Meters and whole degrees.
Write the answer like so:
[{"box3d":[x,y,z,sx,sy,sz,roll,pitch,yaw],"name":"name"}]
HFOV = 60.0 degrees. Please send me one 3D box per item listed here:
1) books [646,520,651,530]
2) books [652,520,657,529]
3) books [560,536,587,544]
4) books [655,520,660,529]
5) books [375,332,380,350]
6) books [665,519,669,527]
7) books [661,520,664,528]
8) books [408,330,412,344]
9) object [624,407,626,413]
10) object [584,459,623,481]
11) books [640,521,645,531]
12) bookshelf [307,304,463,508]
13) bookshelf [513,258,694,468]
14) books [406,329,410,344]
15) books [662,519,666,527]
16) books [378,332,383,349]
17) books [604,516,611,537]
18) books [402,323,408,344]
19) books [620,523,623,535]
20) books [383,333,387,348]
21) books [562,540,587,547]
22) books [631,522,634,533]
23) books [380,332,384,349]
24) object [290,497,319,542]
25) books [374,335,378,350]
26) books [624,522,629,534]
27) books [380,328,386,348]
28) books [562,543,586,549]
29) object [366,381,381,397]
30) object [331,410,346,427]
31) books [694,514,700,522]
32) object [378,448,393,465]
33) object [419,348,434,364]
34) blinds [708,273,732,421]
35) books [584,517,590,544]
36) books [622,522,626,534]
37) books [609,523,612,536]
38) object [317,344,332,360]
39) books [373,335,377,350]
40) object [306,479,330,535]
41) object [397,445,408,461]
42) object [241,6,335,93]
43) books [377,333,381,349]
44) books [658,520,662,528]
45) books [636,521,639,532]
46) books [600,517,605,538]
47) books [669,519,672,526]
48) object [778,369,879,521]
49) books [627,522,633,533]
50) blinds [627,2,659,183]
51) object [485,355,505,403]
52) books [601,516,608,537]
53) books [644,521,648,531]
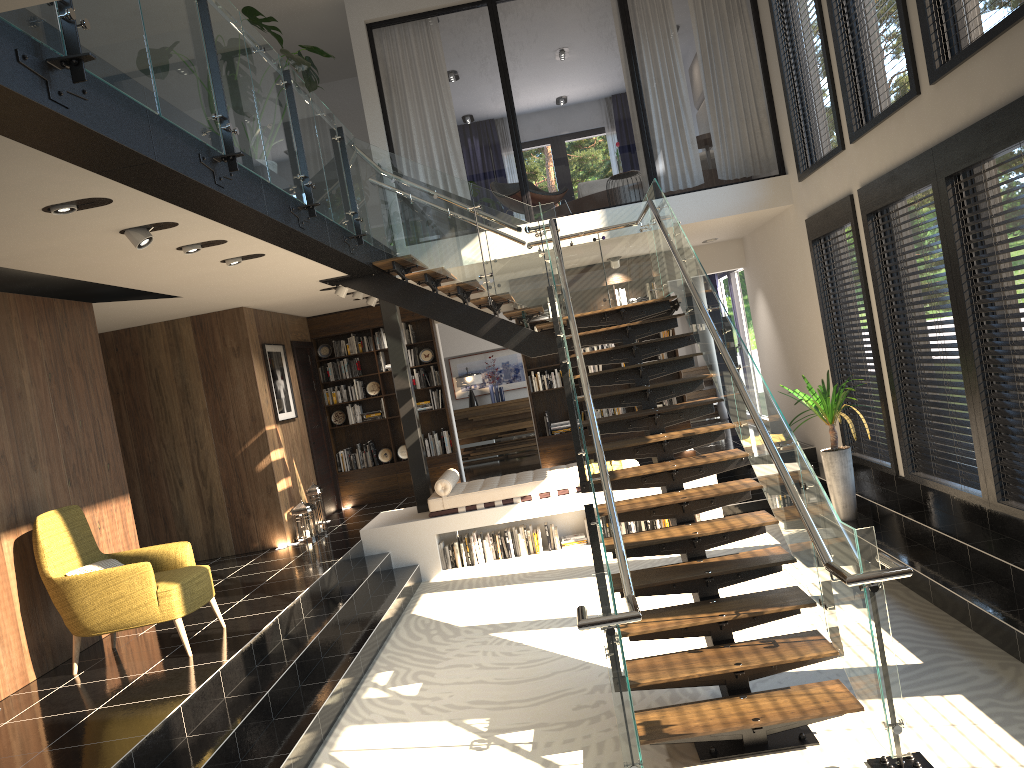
[{"box3d":[1.441,1.472,9.398,0.032,0.229,0.228,-10,1,3],"name":"books"},{"box3d":[1.502,1.432,9.428,0.026,0.284,0.177,-10,2,3],"name":"books"},{"box3d":[0.657,1.666,9.484,0.274,0.025,0.156,-10,1,0],"name":"books"},{"box3d":[1.522,1.404,9.392,0.028,0.334,0.205,-10,2,3],"name":"books"},{"box3d":[-1.836,-0.595,12.303,0.033,0.237,0.231,-10,1,3],"name":"books"},{"box3d":[1.623,1.429,9.375,0.025,0.249,0.208,-10,1,3],"name":"books"},{"box3d":[1.573,1.411,9.402,0.021,0.302,0.167,-10,2,3],"name":"books"},{"box3d":[-1.396,-0.647,12.288,0.027,0.186,0.220,-10,1,3],"name":"books"},{"box3d":[1.559,0.391,12.175,0.020,0.262,0.047,-10,2,3],"name":"object"},{"box3d":[1.012,1.100,9.818,0.466,0.510,1.166,-10,1,3],"name":"object"},{"box3d":[1.376,1.441,9.418,0.027,0.312,0.189,-10,2,3],"name":"books"},{"box3d":[-1.751,0.259,12.333,1.704,2.684,0.273,-10,2,3],"name":"bookshelf"},{"box3d":[1.223,-0.270,12.155,2.090,2.684,0.273,-10,2,3],"name":"bookshelf"},{"box3d":[-1.429,-0.658,12.316,0.037,0.218,0.144,-10,2,3],"name":"books"},{"box3d":[1.596,1.415,9.399,0.025,0.285,0.164,-10,2,3],"name":"books"},{"box3d":[-1.801,-0.602,12.276,0.013,0.239,0.255,-10,1,3],"name":"books"},{"box3d":[1.015,1.509,9.442,0.035,0.305,0.151,-10,2,3],"name":"books"},{"box3d":[-1.466,-0.693,12.255,0.017,0.302,0.266,-10,1,3],"name":"books"},{"box3d":[1.158,1.523,9.455,0.026,0.226,0.132,-10,2,3],"name":"books"},{"box3d":[-1.736,-0.602,12.299,0.019,0.216,0.214,-10,1,3],"name":"books"},{"box3d":[0.661,1.690,9.480,0.261,0.024,0.167,-10,1,0],"name":"books"},{"box3d":[1.270,1.488,9.410,0.019,0.256,0.186,-10,2,3],"name":"books"},{"box3d":[-1.777,-0.608,12.295,0.035,0.241,0.208,-10,1,3],"name":"books"},{"box3d":[-2.358,1.526,10.070,0.262,0.484,0.262,-10,2,3],"name":"object"},{"box3d":[-1.860,-0.574,12.293,0.021,0.204,0.224,-10,1,3],"name":"books"},{"box3d":[1.205,1.468,9.429,0.033,0.318,0.152,-10,2,3],"name":"books"},{"box3d":[-1.759,-0.628,12.248,0.011,0.276,0.287,-10,1,3],"name":"books"},{"box3d":[0.665,1.714,9.481,0.257,0.024,0.167,-10,1,3],"name":"books"},{"box3d":[-1.925,0.069,12.325,0.212,0.222,0.082,-10,2,3],"name":"object"},{"box3d":[-2.417,0.478,12.368,0.212,0.222,0.082,-10,2,3],"name":"object"},{"box3d":[1.940,1.365,9.354,0.037,0.264,0.272,-10,1,3],"name":"books"},{"box3d":[-1.759,1.001,12.334,0.212,0.222,0.082,-10,2,3],"name":"object"},{"box3d":[-1.180,-0.384,12.249,0.212,0.222,0.082,-10,2,3],"name":"object"},{"box3d":[3.455,-0.692,14.726,0.161,2.771,1.079,-10,2,2],"name":"blinds"},{"box3d":[0.805,1.567,9.476,0.026,0.263,0.156,-10,2,3],"name":"books"},{"box3d":[1.183,1.516,9.436,0.028,0.231,0.158,-10,2,3],"name":"books"},{"box3d":[1.049,1.519,9.475,0.026,0.270,0.128,-10,2,3],"name":"books"},{"box3d":[-2.599,-0.450,12.314,0.212,0.222,0.082,-10,2,3],"name":"object"},{"box3d":[-1.880,-0.576,12.340,0.023,0.213,0.194,-10,1,3],"name":"books"},{"box3d":[-2.262,1.423,10.291,0.182,0.643,0.182,-10,2,3],"name":"object"},{"box3d":[-1.489,0.953,12.313,0.212,0.222,0.082,-10,2,3],"name":"object"},{"box3d":[-2.031,-2.074,6.868,1.464,1.555,1.260,-10,2,-8],"name":"object"},{"box3d":[-1.813,-0.596,12.281,0.014,0.231,0.280,-10,1,3],"name":"books"},{"box3d":[1.552,1.424,9.401,0.023,0.283,0.175,-10,2,3],"name":"books"},{"box3d":[1.332,1.458,9.435,0.066,0.294,0.142,-10,2,3],"name":"books"},{"box3d":[0.957,1.538,9.435,0.029,0.268,0.173,-10,2,3],"name":"books"},{"box3d":[1.674,1.436,9.406,0.022,0.216,0.137,-10,2,3],"name":"books"},{"box3d":[2.879,0.561,7.965,0.876,1.338,0.830,-10,2,-8],"name":"object"},{"box3d":[1.243,1.495,9.411,0.036,0.253,0.177,-10,2,3],"name":"books"},{"box3d":[1.545,-3.449,9.692,0.670,2.700,0.134,-10,2,4],"name":"blinds"},{"box3d":[-0.316,-0.083,15.762,0.272,0.860,0.270,-10,2,18],"name":"object"},{"box3d":[0.986,1.533,9.441,0.029,0.268,0.146,-10,2,3],"name":"books"},{"box3d":[1.410,1.463,9.430,0.030,0.257,0.160,-10,2,3],"name":"books"}]
